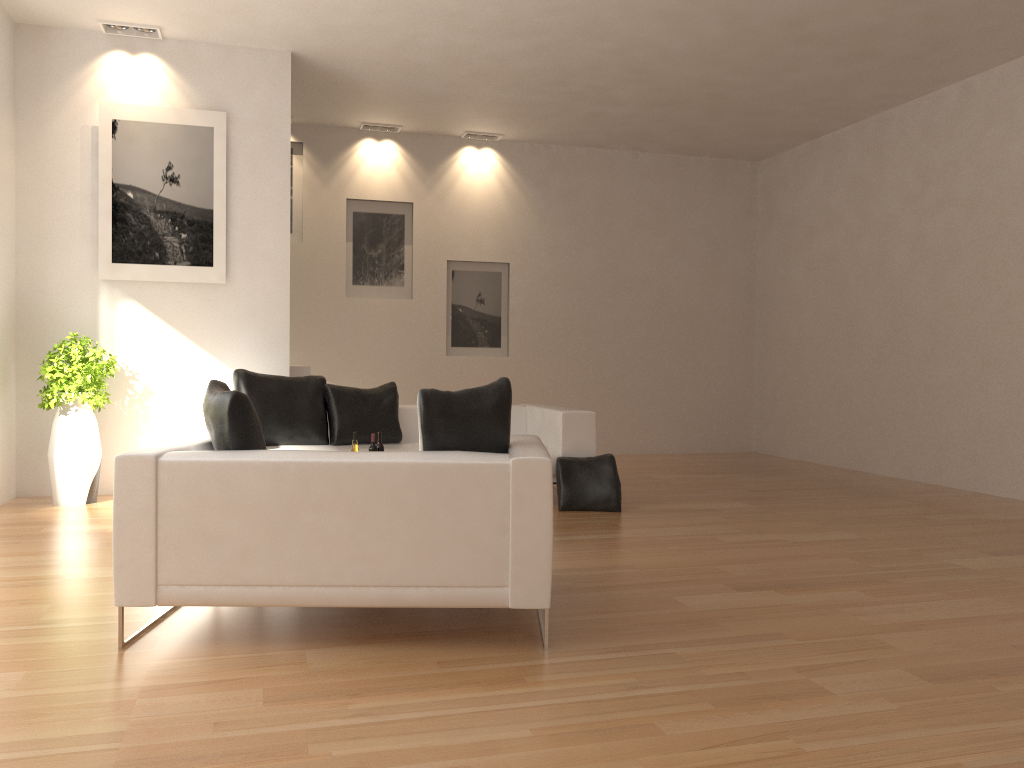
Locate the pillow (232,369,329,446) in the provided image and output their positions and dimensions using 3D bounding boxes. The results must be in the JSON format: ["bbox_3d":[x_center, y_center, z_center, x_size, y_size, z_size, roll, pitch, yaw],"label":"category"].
[{"bbox_3d":[-1.827,0.215,7.039,0.755,0.666,0.346,0,1,-30],"label":"pillow"}]

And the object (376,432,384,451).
[{"bbox_3d":[-0.832,0.426,5.576,0.057,0.248,0.057,1,1,2],"label":"object"}]

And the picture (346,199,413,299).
[{"bbox_3d":[-1.527,-1.540,10.190,0.802,1.155,0.005,0,1,-16],"label":"picture"}]

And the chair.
[{"bbox_3d":[-0.686,0.629,3.989,1.671,0.761,1.262,1,1,-1],"label":"chair"}]

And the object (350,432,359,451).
[{"bbox_3d":[-0.963,0.421,5.435,0.068,0.257,0.067,1,1,2],"label":"object"}]

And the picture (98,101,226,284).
[{"bbox_3d":[-2.867,-1.561,7.295,0.979,1.431,0.004,0,1,-16],"label":"picture"}]

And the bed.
[{"bbox_3d":[-0.958,0.559,7.148,3.075,0.761,1.262,0,1,-16],"label":"bed"}]

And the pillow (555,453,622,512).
[{"bbox_3d":[0.585,0.768,6.822,0.503,0.457,0.340,1,1,2],"label":"pillow"}]

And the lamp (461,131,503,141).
[{"bbox_3d":[-0.347,-2.949,10.291,0.446,0.166,0.243,0,1,-16],"label":"lamp"}]

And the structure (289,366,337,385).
[{"bbox_3d":[-3.061,0.176,8.765,4.625,1.403,1.839,0,1,-16],"label":"structure"}]

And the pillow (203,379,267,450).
[{"bbox_3d":[-1.222,0.281,3.916,0.291,0.598,0.660,0,1,-27],"label":"pillow"}]

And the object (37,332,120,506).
[{"bbox_3d":[-3.360,0.261,6.845,0.570,1.324,0.631,1,1,-2],"label":"object"}]

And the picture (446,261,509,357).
[{"bbox_3d":[-0.414,-0.885,10.527,0.802,1.155,0.005,0,1,-16],"label":"picture"}]

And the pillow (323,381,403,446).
[{"bbox_3d":[-1.209,0.242,7.240,0.628,0.524,0.270,0,1,-33],"label":"pillow"}]

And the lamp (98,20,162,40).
[{"bbox_3d":[-3.051,-2.910,7.105,0.446,0.166,0.243,0,1,-16],"label":"lamp"}]

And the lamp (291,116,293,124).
[{"bbox_3d":[-2.619,-2.959,9.635,0.446,0.166,0.243,0,1,-16],"label":"lamp"}]

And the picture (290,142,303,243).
[{"bbox_3d":[-2.718,-2.142,9.832,0.802,1.155,0.005,0,1,-16],"label":"picture"}]

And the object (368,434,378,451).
[{"bbox_3d":[-0.857,0.429,5.473,0.059,0.244,0.059,0,1,-16],"label":"object"}]

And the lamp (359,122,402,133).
[{"bbox_3d":[-1.475,-2.954,9.965,0.446,0.166,0.243,0,1,-16],"label":"lamp"}]

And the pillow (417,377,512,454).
[{"bbox_3d":[-0.205,0.300,3.848,0.506,0.666,0.324,0,1,-26],"label":"pillow"}]
